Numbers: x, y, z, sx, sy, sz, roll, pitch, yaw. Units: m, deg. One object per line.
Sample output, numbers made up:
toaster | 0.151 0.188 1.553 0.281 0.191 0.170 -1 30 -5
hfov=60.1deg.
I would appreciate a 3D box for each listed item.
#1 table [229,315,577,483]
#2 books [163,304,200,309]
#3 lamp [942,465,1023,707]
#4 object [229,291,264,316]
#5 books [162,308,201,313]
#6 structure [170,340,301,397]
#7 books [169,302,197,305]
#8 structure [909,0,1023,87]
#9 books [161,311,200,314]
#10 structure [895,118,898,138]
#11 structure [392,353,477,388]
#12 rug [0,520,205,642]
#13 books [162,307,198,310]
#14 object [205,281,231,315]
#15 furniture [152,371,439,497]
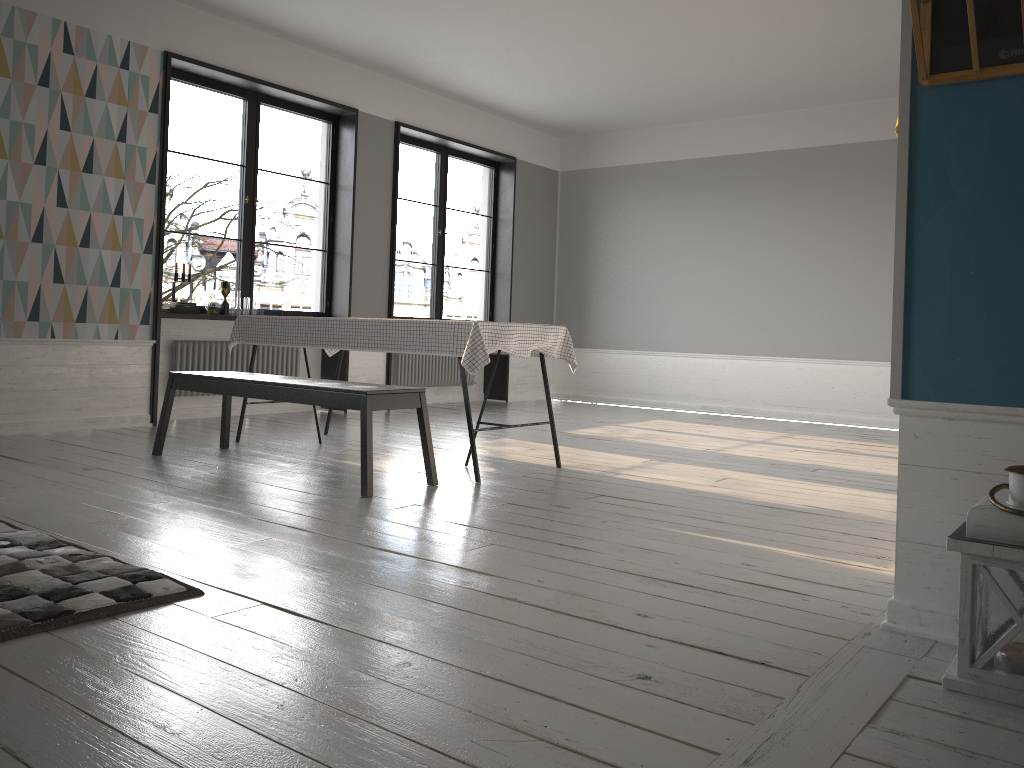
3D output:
table | -0.694 0.019 5.157 2.028 0.784 0.931 4 2 36
books | -2.410 -0.566 6.455 0.162 0.022 0.198 4 4 38
lamp | 1.131 0.419 1.935 0.287 0.478 0.286 2 0 36
object | -2.083 -0.624 6.902 0.153 0.192 0.268 3 2 37
books | -2.439 -0.535 6.436 0.184 0.019 0.271 4 4 36
structure | -2.166 -0.128 7.037 0.149 0.428 1.222 2 2 35
books | -2.404 -0.586 6.456 0.124 0.017 0.153 5 4 38
structure | 1.216 -1.137 2.079 0.496 0.775 0.185 2 0 37
books | -2.435 -0.520 6.430 0.162 0.011 0.267 5 4 39
structure | 1.153 -0.897 2.556 0.078 0.447 0.134 2 0 25
structure | -0.765 -0.185 8.915 0.149 0.428 1.222 2 2 35
rug | -2.288 0.528 1.900 1.772 0.034 2.525 4 4 37
books | -2.430 -0.550 6.440 0.174 0.011 0.216 5 4 42
object | -2.221 -0.650 6.698 0.194 0.257 0.115 1 0 -43
furniture | -1.146 0.205 4.506 1.672 0.455 0.465 4 2 37
